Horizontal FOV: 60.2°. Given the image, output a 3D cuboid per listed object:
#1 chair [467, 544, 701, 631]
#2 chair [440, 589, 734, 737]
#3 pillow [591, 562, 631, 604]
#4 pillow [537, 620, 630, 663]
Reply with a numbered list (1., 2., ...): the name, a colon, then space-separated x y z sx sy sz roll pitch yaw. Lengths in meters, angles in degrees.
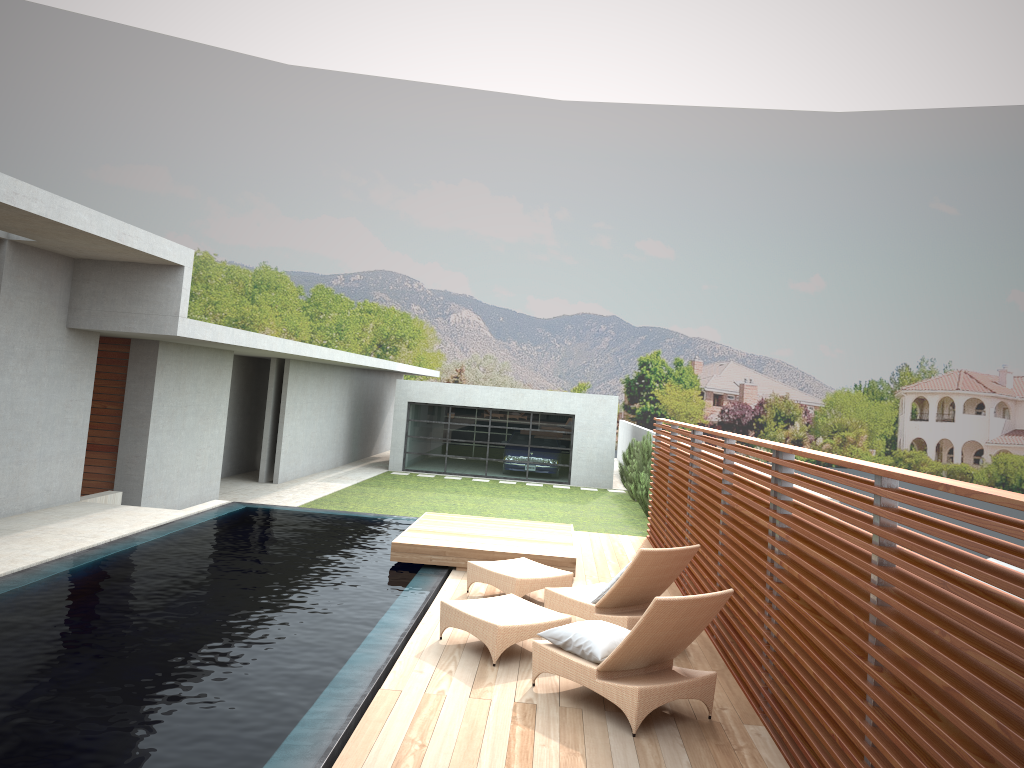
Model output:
1. chair: 0.550 1.663 7.882 0.696 0.833 2.294 7 -2 -38
2. chair: 0.412 1.637 6.215 0.696 0.833 2.294 7 -2 -37
3. pillow: 1.029 1.624 7.288 0.605 0.430 0.427 6 -3 -39
4. pillow: 0.582 1.704 5.920 0.592 0.195 0.594 5 -1 -40
